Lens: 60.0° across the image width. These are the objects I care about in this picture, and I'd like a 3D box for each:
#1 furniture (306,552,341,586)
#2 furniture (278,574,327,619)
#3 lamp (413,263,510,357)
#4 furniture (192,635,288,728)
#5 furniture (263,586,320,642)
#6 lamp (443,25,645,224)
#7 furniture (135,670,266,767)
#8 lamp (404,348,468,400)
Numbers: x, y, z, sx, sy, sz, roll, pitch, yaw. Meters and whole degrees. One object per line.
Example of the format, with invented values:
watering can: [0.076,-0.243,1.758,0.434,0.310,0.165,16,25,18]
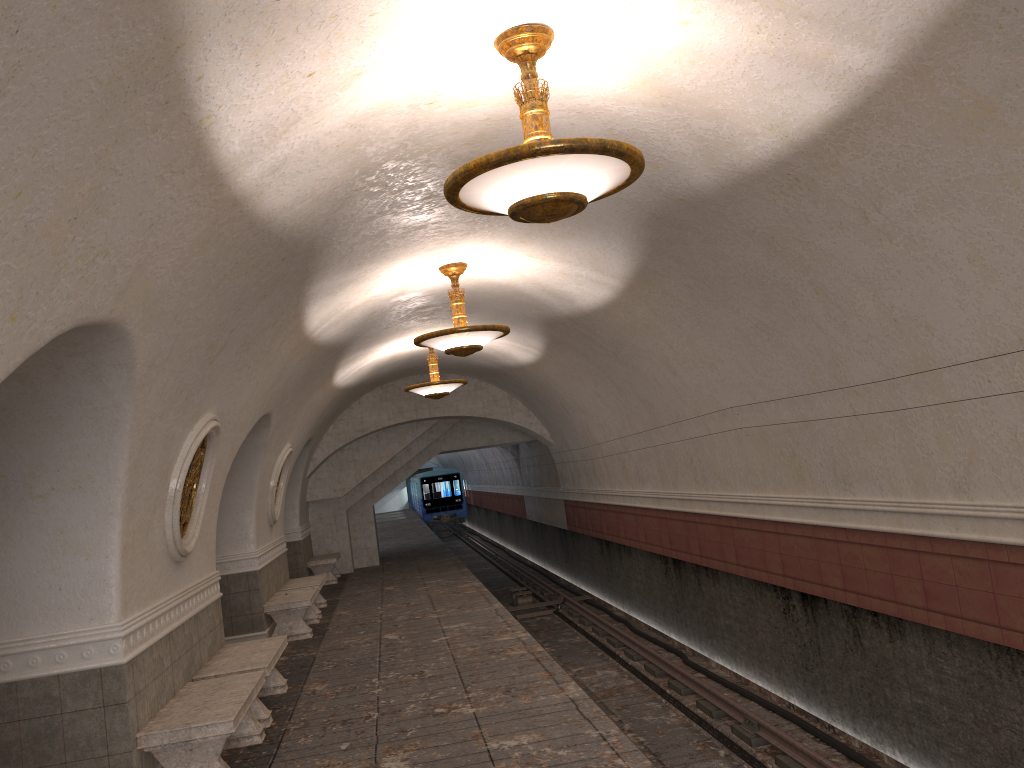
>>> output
furniture: [-3.892,3.861,18.476,0.613,0.508,1.509,-7,-5,-9]
furniture: [-3.244,3.360,13.928,0.613,0.508,1.509,-7,-5,-9]
lamp: [-0.552,-0.750,9.202,1.008,0.955,1.008,-8,-5,7]
furniture: [-2.408,2.714,8.060,0.613,0.508,1.509,-7,-5,-9]
furniture: [-3.008,3.178,12.273,0.613,0.508,1.509,-7,-5,-9]
lamp: [0.125,-1.273,4.451,1.008,0.955,1.008,-8,-5,7]
furniture: [-2.172,2.532,6.405,0.613,0.508,1.509,-7,-5,-9]
lamp: [-1.229,-0.226,13.956,1.008,0.955,1.008,-12,-6,37]
